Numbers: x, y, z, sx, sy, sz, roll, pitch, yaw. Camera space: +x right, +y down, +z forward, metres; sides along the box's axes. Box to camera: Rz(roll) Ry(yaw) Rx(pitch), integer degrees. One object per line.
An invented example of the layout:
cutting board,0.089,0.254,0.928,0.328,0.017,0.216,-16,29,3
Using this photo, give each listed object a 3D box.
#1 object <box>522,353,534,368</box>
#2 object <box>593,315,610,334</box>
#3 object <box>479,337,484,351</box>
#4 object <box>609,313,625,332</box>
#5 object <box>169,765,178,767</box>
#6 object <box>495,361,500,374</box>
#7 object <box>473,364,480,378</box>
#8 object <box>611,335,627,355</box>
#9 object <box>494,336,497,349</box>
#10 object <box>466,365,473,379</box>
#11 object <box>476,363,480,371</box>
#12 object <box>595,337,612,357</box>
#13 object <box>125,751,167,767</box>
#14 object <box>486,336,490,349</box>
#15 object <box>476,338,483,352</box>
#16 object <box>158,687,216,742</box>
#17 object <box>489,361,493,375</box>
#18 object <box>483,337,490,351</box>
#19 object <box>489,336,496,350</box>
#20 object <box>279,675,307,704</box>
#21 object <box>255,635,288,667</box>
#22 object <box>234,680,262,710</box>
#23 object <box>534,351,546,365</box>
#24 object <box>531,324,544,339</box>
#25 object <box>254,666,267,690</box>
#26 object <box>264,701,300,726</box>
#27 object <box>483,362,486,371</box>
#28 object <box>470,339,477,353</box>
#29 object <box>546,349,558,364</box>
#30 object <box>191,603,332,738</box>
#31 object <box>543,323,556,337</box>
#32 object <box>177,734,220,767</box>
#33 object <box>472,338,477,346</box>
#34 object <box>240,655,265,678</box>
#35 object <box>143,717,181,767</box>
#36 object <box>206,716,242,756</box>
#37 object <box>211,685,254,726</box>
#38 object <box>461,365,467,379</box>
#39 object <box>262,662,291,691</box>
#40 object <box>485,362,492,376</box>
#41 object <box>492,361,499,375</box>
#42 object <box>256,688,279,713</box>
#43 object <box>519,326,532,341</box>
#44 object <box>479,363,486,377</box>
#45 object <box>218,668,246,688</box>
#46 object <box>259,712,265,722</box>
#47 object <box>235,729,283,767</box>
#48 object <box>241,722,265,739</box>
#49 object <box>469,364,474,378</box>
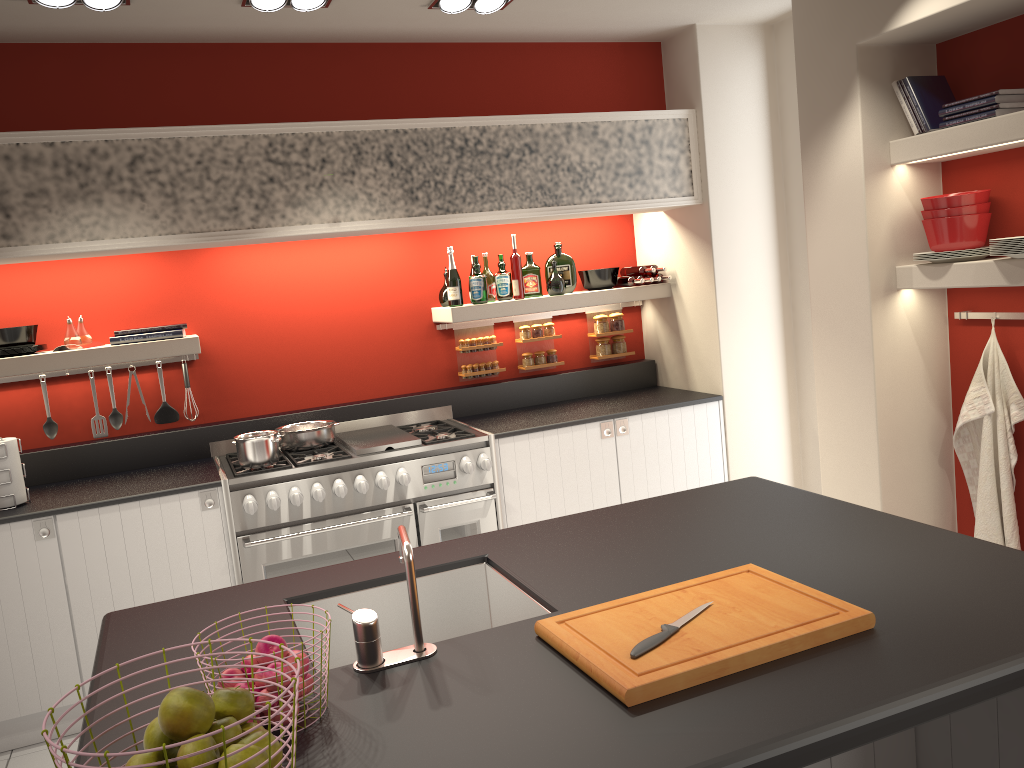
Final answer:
object,0.095,-0.143,5.262,0.068,0.088,0.068,-6,7,0
object,0.546,-0.363,5.420,0.093,0.120,0.094,-6,7,0
object,-0.179,-0.234,5.163,0.034,0.078,0.034,-6,7,0
object,0.645,-0.378,5.458,0.093,0.120,0.094,-6,7,0
object,-0.519,0.587,1.303,0.064,0.060,0.064,-9,8,-26
object,-0.092,-0.098,5.208,0.034,0.078,0.034,-6,7,0
object,-0.208,-0.076,5.122,0.034,0.078,0.034,-6,7,0
object,0.659,-0.243,5.474,0.093,0.120,0.094,-6,7,0
object,-0.107,-0.245,5.191,0.034,0.078,0.034,-6,7,0
object,-0.244,-0.071,5.109,0.034,0.078,0.034,-6,7,0
object,-0.202,-0.082,5.166,0.034,0.078,0.034,-6,7,0
object,0.560,-0.228,5.436,0.093,0.120,0.094,-6,7,0
object,-0.513,0.545,1.241,0.057,0.061,0.062,-7,7,-6
object,-0.143,-0.239,5.177,0.034,0.078,0.034,-6,7,0
object,-0.186,-0.228,5.119,0.034,0.078,0.034,-6,7,0
object,-0.468,0.474,1.278,0.078,0.080,0.078,-8,7,-21
object,-0.128,-0.093,5.194,0.034,0.078,0.034,-6,7,0
object,-0.150,-0.233,5.133,0.034,0.078,0.034,-6,7,0
object,-0.114,-0.239,5.147,0.034,0.078,0.034,-6,7,0
object,-0.389,0.543,1.575,0.048,0.046,0.048,-2,8,28
object,-0.436,0.483,1.607,0.056,0.058,0.056,-3,7,24
object,-0.467,0.554,1.567,0.059,0.059,0.060,-7,7,-9
object,0.167,-0.153,5.290,0.068,0.088,0.068,-6,7,0
object,0.151,-0.312,5.271,0.068,0.088,0.068,-6,7,0
object,-0.438,0.525,1.581,0.041,0.039,0.041,-6,7,-5
object,-0.414,0.583,1.592,0.062,0.057,0.061,-8,7,-21
object,-0.164,-0.088,5.180,0.034,0.078,0.034,-6,7,0
object,-0.223,-0.222,5.105,0.034,0.078,0.034,-6,7,0
object,0.239,-0.164,5.317,0.068,0.088,0.068,-6,7,0
object,-0.446,0.528,1.625,0.248,0.168,0.248,-10,8,-33
object,0.223,-0.323,5.299,0.068,0.088,0.068,-6,7,0
object,-0.436,0.520,1.233,0.057,0.061,0.062,-7,7,-6
object,-0.217,-0.228,5.149,0.034,0.078,0.034,-6,7,0
object,-0.473,0.517,1.622,0.045,0.044,0.041,0,9,38
object,-0.506,0.525,1.314,0.071,0.076,0.078,0,9,38
object,-0.428,0.519,1.307,0.057,0.054,0.056,0,9,40
object,-0.430,0.495,1.360,0.067,0.064,0.067,-8,7,-20
object,-0.274,-0.071,5.138,0.034,0.078,0.034,-6,7,0
object,-0.411,0.513,1.551,0.048,0.046,0.048,-3,8,25
object,-0.135,-0.087,5.150,0.034,0.078,0.034,-6,7,0
object,-0.099,-0.092,5.164,0.034,0.078,0.034,-6,7,0
object,-0.427,0.553,1.551,0.040,0.041,0.041,-4,7,16
object,0.078,-0.301,5.243,0.068,0.088,0.068,-6,7,0
object,-0.171,-0.081,5.136,0.034,0.078,0.034,-6,7,0
object,-0.503,0.536,1.593,0.049,0.049,0.048,-7,7,-13
object,-0.467,0.592,1.612,0.049,0.049,0.050,-1,8,35
object,-0.378,0.549,1.296,0.082,0.082,0.082,-1,8,36
object,-0.400,0.546,1.351,0.057,0.057,0.055,-10,8,-29
object,-0.238,-0.077,5.152,0.034,0.078,0.034,-6,7,0
